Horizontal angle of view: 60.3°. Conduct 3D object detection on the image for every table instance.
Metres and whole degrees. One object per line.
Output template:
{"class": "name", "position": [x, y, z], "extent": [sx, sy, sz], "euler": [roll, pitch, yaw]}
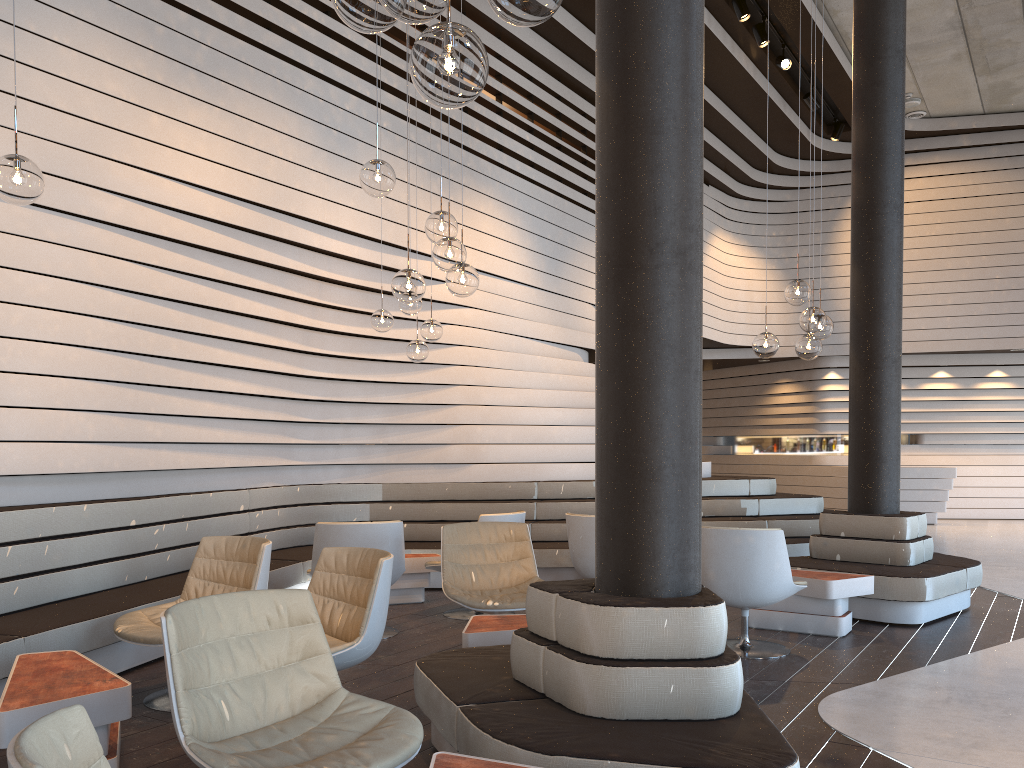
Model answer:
{"class": "table", "position": [1.926, 1.468, 5.965], "extent": [0.911, 0.371, 0.411], "euler": [-2, -2, 35]}
{"class": "table", "position": [0.120, 1.188, 2.107], "extent": [0.910, 0.371, 0.412], "euler": [-2, -2, 25]}
{"class": "table", "position": [-1.030, 1.553, 7.020], "extent": [0.902, 0.371, 0.415], "euler": [1, -2, -20]}
{"class": "table", "position": [-1.677, 1.284, 3.350], "extent": [0.411, 0.371, 0.911], "euler": [1, -3, -25]}
{"class": "table", "position": [0.131, 1.357, 4.403], "extent": [0.902, 0.371, 0.415], "euler": [1, -2, -20]}

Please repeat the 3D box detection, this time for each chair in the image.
{"class": "chair", "position": [-1.541, 1.159, 4.331], "extent": [0.660, 0.768, 0.706], "euler": [-1, -1, 40]}
{"class": "chair", "position": [0.735, 1.299, 6.320], "extent": [0.706, 0.768, 0.660], "euler": [1, -1, -42]}
{"class": "chair", "position": [-0.096, 1.218, 5.185], "extent": [0.654, 0.768, 0.713], "euler": [0, -1, -18]}
{"class": "chair", "position": [1.419, 1.227, 5.358], "extent": [0.660, 0.768, 0.706], "euler": [-1, -1, 33]}
{"class": "chair", "position": [-0.650, 1.027, 2.576], "extent": [0.714, 0.768, 0.653], "euler": [-1, -1, 35]}
{"class": "chair", "position": [-1.023, 1.268, 5.838], "extent": [0.654, 0.768, 0.712], "euler": [0, -1, -13]}
{"class": "chair", "position": [-0.465, 0.950, 1.536], "extent": [0.706, 0.768, 0.660], "euler": [1, -1, -40]}
{"class": "chair", "position": [-0.867, 1.118, 3.803], "extent": [0.706, 0.768, 0.660], "euler": [1, -1, -38]}
{"class": "chair", "position": [-0.255, 1.316, 6.511], "extent": [0.714, 0.768, 0.653], "euler": [-1, -1, 32]}

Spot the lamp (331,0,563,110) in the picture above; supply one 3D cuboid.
{"class": "lamp", "position": [-0.158, -2.938, 1.743], "extent": [0.546, 4.686, 0.291], "euler": [0, 2, 18]}

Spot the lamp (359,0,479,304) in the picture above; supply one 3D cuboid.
{"class": "lamp", "position": [-0.444, -2.767, 4.177], "extent": [0.311, 4.753, 0.657], "euler": [2, 2, 41]}

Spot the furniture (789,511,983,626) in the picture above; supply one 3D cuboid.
{"class": "furniture", "position": [2.850, 1.339, 6.615], "extent": [1.764, 0.723, 1.281], "euler": [1, -3, -22]}

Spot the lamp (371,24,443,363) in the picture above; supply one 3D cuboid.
{"class": "lamp", "position": [-0.770, -2.523, 6.346], "extent": [0.531, 4.725, 0.332], "euler": [0, 2, -6]}

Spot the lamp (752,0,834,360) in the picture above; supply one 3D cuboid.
{"class": "lamp", "position": [3.522, -2.093, 10.971], "extent": [9.084, 4.621, 41.721], "euler": [-2, -4, 32]}

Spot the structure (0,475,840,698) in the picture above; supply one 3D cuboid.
{"class": "structure", "position": [-2.259, 1.016, 3.462], "extent": [5.803, 0.928, 18.134], "euler": [-2, -5, 28]}

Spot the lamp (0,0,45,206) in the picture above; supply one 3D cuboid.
{"class": "lamp", "position": [-1.805, -2.854, 2.816], "extent": [0.295, 4.686, 0.540], "euler": [1, 2, 27]}

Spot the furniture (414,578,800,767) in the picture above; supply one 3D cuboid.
{"class": "furniture", "position": [0.221, 1.100, 3.269], "extent": [1.275, 0.723, 1.773], "euler": [0, -3, 3]}
